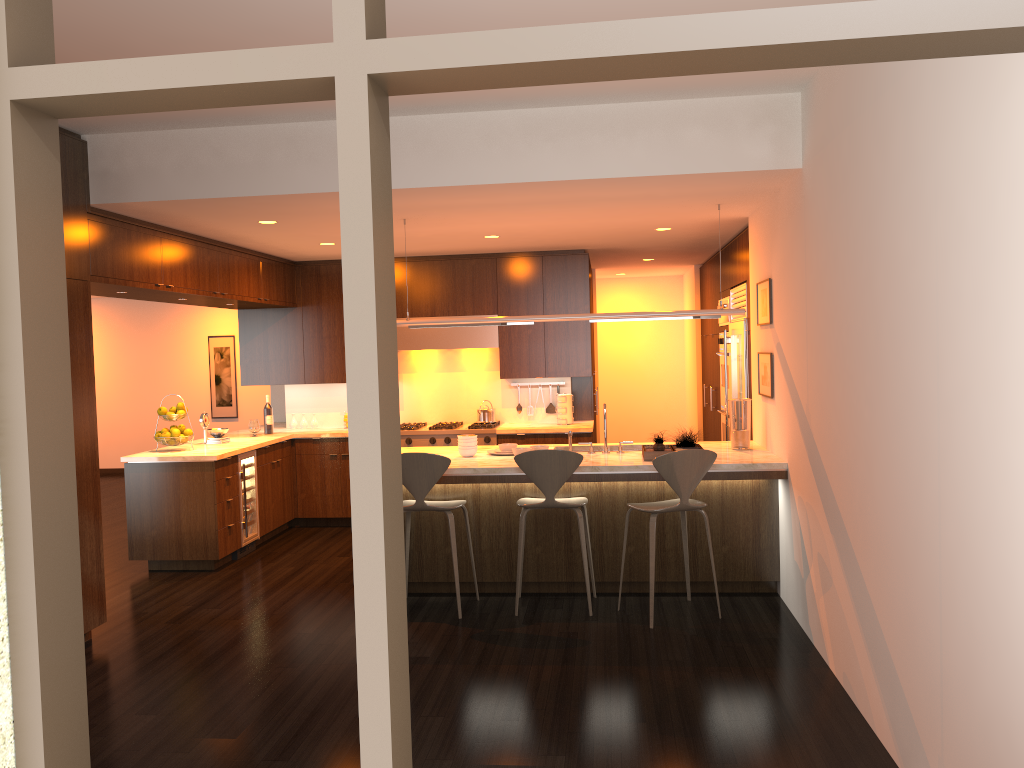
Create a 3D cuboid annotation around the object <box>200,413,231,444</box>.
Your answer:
[{"bbox_3d":[-2.596,0.385,7.773,0.231,0.266,0.191,-1,2,9],"label":"object"}]

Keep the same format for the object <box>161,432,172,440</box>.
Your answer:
[{"bbox_3d":[-2.776,0.421,7.120,0.077,0.077,0.077,-1,2,18],"label":"object"}]

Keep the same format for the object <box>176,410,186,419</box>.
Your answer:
[{"bbox_3d":[-2.697,0.247,7.227,0.077,0.077,0.078,-1,2,23],"label":"object"}]

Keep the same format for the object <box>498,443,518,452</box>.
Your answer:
[{"bbox_3d":[-0.028,0.461,6.331,0.139,0.059,0.138,0,3,32],"label":"object"}]

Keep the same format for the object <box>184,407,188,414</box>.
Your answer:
[{"bbox_3d":[-2.700,0.217,7.292,0.070,0.074,0.071,-1,3,27],"label":"object"}]

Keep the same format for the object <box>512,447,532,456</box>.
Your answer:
[{"bbox_3d":[0.068,0.473,6.099,0.139,0.059,0.138,0,3,32],"label":"object"}]

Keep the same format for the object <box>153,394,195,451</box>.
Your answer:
[{"bbox_3d":[-2.759,0.314,7.233,0.324,0.461,0.324,-3,3,-35],"label":"object"}]

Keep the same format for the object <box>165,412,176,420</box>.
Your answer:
[{"bbox_3d":[-2.766,0.260,7.186,0.078,0.072,0.077,-3,3,-28],"label":"object"}]

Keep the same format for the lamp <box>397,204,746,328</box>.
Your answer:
[{"bbox_3d":[0.334,-0.802,6.112,2.465,0.765,0.120,-1,2,6],"label":"lamp"}]

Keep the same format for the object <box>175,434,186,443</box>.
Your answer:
[{"bbox_3d":[-2.682,0.442,7.171,0.078,0.076,0.078,-2,2,-7],"label":"object"}]

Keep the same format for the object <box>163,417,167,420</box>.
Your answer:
[{"bbox_3d":[-2.815,0.258,7.239,0.070,0.068,0.062,-3,3,-34],"label":"object"}]

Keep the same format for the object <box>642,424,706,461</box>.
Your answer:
[{"bbox_3d":[1.118,0.363,5.895,0.497,0.231,0.503,-1,2,6],"label":"object"}]

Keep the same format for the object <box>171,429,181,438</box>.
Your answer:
[{"bbox_3d":[-2.697,0.398,7.118,0.068,0.077,0.079,-2,2,-18],"label":"object"}]

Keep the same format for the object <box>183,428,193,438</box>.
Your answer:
[{"bbox_3d":[-2.636,0.399,7.216,0.078,0.074,0.077,-1,2,21],"label":"object"}]

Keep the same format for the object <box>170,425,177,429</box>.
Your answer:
[{"bbox_3d":[-2.758,0.362,7.235,0.061,0.059,0.063,0,3,40],"label":"object"}]

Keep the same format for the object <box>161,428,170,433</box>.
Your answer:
[{"bbox_3d":[-2.806,0.390,7.181,0.069,0.071,0.067,0,3,42],"label":"object"}]

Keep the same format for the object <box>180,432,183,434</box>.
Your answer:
[{"bbox_3d":[-2.719,0.395,7.277,0.070,0.072,0.071,-3,3,-30],"label":"object"}]

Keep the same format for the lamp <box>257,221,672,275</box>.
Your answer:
[{"bbox_3d":[-6.704,-1.192,9.559,16.431,0.171,5.868,-2,2,6],"label":"lamp"}]

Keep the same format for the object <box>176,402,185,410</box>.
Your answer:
[{"bbox_3d":[-2.706,0.184,7.239,0.068,0.072,0.071,-3,3,-38],"label":"object"}]

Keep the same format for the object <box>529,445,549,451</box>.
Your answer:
[{"bbox_3d":[0.193,0.465,6.216,0.139,0.059,0.138,0,3,32],"label":"object"}]

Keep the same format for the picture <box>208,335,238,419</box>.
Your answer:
[{"bbox_3d":[-4.194,-0.101,12.866,0.398,1.200,0.012,-1,2,6],"label":"picture"}]

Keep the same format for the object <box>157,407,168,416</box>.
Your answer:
[{"bbox_3d":[-2.830,0.223,7.181,0.077,0.079,0.075,-1,2,16],"label":"object"}]

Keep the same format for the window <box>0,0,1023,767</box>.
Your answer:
[{"bbox_3d":[0.103,-0.098,1.727,2.310,2.201,0.152,-1,2,7],"label":"window"}]

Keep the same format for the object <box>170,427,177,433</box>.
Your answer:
[{"bbox_3d":[-2.730,0.387,7.178,0.077,0.075,0.077,-3,2,-20],"label":"object"}]

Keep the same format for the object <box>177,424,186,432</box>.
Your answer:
[{"bbox_3d":[-2.685,0.359,7.207,0.062,0.063,0.060,-1,2,14],"label":"object"}]

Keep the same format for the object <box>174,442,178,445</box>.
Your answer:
[{"bbox_3d":[-2.757,0.470,7.249,0.062,0.062,0.062,-4,3,-40],"label":"object"}]

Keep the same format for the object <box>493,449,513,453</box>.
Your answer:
[{"bbox_3d":[-0.027,0.482,6.332,0.217,0.025,0.216,-1,2,23],"label":"object"}]

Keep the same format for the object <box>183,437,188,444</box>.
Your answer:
[{"bbox_3d":[-2.687,0.451,7.252,0.078,0.075,0.078,-2,2,-16],"label":"object"}]

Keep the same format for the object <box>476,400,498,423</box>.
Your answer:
[{"bbox_3d":[-0.254,0.267,8.770,0.221,0.218,0.221,-2,2,-9],"label":"object"}]

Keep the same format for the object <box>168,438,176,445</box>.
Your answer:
[{"bbox_3d":[-2.753,0.461,7.178,0.063,0.069,0.070,-3,3,-31],"label":"object"}]

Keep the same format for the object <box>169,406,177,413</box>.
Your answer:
[{"bbox_3d":[-2.766,0.214,7.241,0.062,0.063,0.061,0,3,31],"label":"object"}]

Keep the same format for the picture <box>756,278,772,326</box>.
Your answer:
[{"bbox_3d":[1.706,-0.550,6.013,0.012,0.298,0.493,-1,2,6],"label":"picture"}]

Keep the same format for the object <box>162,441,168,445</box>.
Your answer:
[{"bbox_3d":[-2.813,0.466,7.203,0.056,0.053,0.057,-3,3,-34],"label":"object"}]

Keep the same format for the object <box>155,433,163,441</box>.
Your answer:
[{"bbox_3d":[-2.847,0.430,7.160,0.068,0.069,0.065,-2,2,-17],"label":"object"}]

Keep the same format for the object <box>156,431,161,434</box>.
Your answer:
[{"bbox_3d":[-2.888,0.412,7.265,0.054,0.058,0.057,-1,3,27],"label":"object"}]

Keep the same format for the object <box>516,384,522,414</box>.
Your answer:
[{"bbox_3d":[0.071,0.149,8.835,0.061,0.296,0.020,-2,2,5],"label":"object"}]

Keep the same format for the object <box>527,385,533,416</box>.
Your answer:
[{"bbox_3d":[0.178,0.162,8.828,0.066,0.314,0.004,-1,2,6],"label":"object"}]

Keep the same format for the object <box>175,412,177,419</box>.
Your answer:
[{"bbox_3d":[-2.754,0.255,7.280,0.071,0.072,0.071,0,3,37],"label":"object"}]

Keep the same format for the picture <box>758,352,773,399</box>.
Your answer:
[{"bbox_3d":[1.720,-0.065,6.030,0.012,0.300,0.496,-1,2,6],"label":"picture"}]

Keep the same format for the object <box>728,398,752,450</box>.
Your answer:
[{"bbox_3d":[1.584,0.279,6.158,0.159,0.349,0.159,-3,2,-20],"label":"object"}]
